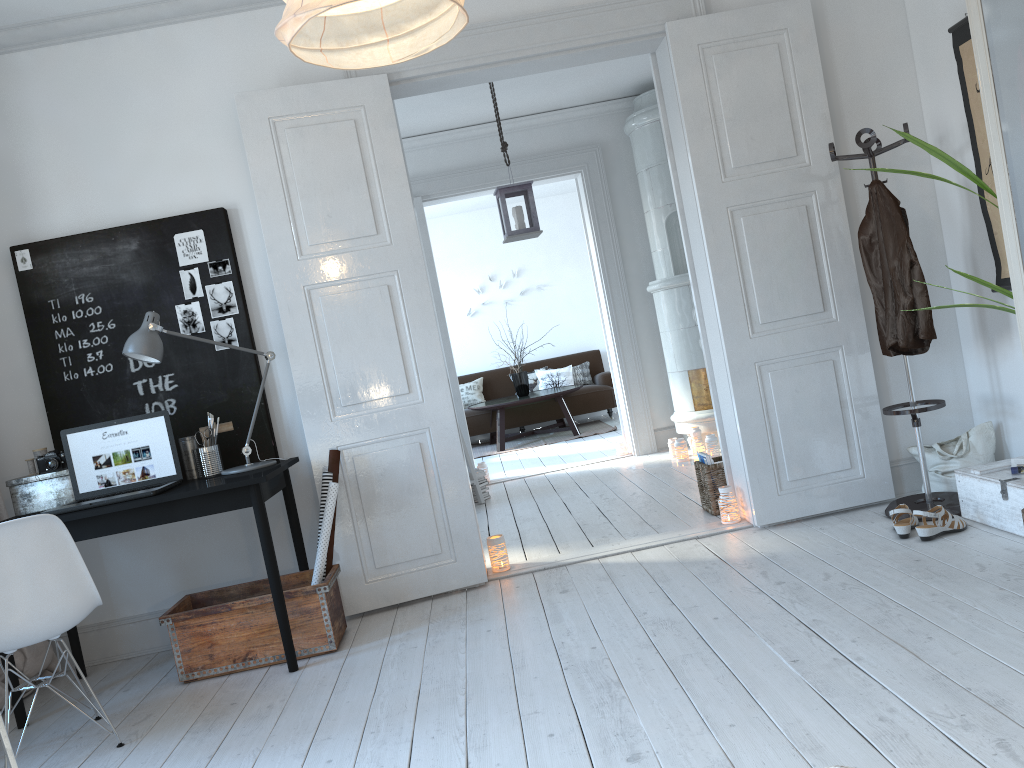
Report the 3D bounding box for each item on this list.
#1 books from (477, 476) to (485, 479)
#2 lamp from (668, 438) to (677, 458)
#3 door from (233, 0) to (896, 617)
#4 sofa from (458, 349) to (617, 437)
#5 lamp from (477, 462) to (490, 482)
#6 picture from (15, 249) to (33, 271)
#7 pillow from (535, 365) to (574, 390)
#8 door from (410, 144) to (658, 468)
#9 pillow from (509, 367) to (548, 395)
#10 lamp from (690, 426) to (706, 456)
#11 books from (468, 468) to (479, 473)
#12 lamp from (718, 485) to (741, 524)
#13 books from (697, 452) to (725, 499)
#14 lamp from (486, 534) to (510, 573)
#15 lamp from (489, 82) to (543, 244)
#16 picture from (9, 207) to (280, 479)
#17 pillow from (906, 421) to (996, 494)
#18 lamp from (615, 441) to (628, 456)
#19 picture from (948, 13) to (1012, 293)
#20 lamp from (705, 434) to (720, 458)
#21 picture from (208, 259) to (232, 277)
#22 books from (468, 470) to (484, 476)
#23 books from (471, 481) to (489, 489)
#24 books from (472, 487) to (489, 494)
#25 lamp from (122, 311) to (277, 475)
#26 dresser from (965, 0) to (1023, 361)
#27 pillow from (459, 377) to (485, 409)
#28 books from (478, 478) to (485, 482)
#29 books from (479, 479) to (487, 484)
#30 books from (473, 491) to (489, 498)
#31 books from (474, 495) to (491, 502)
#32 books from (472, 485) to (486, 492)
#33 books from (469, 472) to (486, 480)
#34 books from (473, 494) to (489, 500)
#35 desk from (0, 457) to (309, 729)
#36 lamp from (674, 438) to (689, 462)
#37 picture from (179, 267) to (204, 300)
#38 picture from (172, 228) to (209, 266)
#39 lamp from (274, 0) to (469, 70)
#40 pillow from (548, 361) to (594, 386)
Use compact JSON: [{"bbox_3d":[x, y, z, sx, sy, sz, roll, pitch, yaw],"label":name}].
[{"bbox_3d":[-0.301,0.692,6.504,0.128,0.016,0.181,-12,3,-31],"label":"books"},{"bbox_3d":[1.227,0.484,6.701,0.084,0.146,0.084,-11,3,2],"label":"lamp"},{"bbox_3d":[0.269,-0.429,4.203,2.598,2.508,0.577,-11,3,-2],"label":"door"},{"bbox_3d":[0.125,0.184,10.629,2.165,0.825,0.968,-11,3,-2],"label":"sofa"},{"bbox_3d":[-0.236,0.726,7.276,0.089,0.166,0.089,-11,3,-3],"label":"lamp"},{"bbox_3d":[-2.150,-0.545,3.904,0.061,0.088,0.004,-11,3,-6],"label":"picture"},{"bbox_3d":[0.517,-0.061,10.631,0.471,0.309,0.188,-11,3,-2],"label":"pillow"},{"bbox_3d":[0.113,-0.519,7.211,2.598,2.508,0.577,-11,3,-2],"label":"door"},{"bbox_3d":[0.229,0.003,10.695,0.473,0.348,0.158,-11,3,-4],"label":"pillow"},{"bbox_3d":[1.380,0.425,6.607,0.098,0.210,0.098,-11,3,2],"label":"lamp"},{"bbox_3d":[-0.319,0.636,6.511,0.111,0.014,0.156,-12,2,-23],"label":"books"},{"bbox_3d":[1.053,0.589,4.316,0.092,0.180,0.093,-12,3,-19],"label":"lamp"},{"bbox_3d":[1.121,0.493,4.681,0.201,0.300,0.179,-11,3,-2],"label":"books"},{"bbox_3d":[-0.066,0.814,4.258,0.089,0.166,0.089,-12,3,-10],"label":"lamp"},{"bbox_3d":[-0.103,-1.772,5.466,0.228,1.764,0.228,-11,3,-6],"label":"lamp"},{"bbox_3d":[-1.639,-0.123,3.980,0.953,1.173,0.063,-11,3,-2],"label":"picture"},{"bbox_3d":[2.031,0.347,4.065,0.317,0.314,0.272,-11,3,-2],"label":"pillow"},{"bbox_3d":[0.903,0.532,7.315,0.093,0.110,0.093,-10,3,15],"label":"lamp"},{"bbox_3d":[1.977,-1.026,3.388,0.057,1.314,0.792,-11,3,-3],"label":"picture"},{"bbox_3d":[1.438,0.446,6.364,0.089,0.166,0.089,-11,3,-3],"label":"lamp"},{"bbox_3d":[-1.302,-0.518,3.949,0.095,0.071,0.001,-11,3,-2],"label":"picture"},{"bbox_3d":[-0.307,0.650,6.499,0.132,0.017,0.187,-12,3,-29],"label":"books"},{"bbox_3d":[-0.285,0.744,6.504,0.193,0.022,0.128,-10,3,30],"label":"books"},{"bbox_3d":[-0.281,0.788,6.509,0.187,0.017,0.132,-9,3,35],"label":"books"},{"bbox_3d":[-1.261,0.030,3.703,0.615,0.716,0.230,-13,4,-32],"label":"lamp"},{"bbox_3d":[1.728,-0.460,1.821,0.630,2.165,1.431,-11,3,-3],"label":"dresser"},{"bbox_3d":[-0.566,0.146,10.700,0.519,0.367,0.238,-11,3,-3],"label":"pillow"},{"bbox_3d":[-0.298,0.708,6.508,0.128,0.016,0.177,-13,3,-36],"label":"books"},{"bbox_3d":[-0.290,0.724,6.511,0.179,0.016,0.128,-9,3,40],"label":"books"},{"bbox_3d":[-0.277,0.816,6.512,0.181,0.016,0.128,-9,3,42],"label":"books"},{"bbox_3d":[-0.266,0.848,6.518,0.179,0.016,0.128,-9,3,35],"label":"books"},{"bbox_3d":[-0.294,0.769,6.511,0.167,0.022,0.128,-10,3,31],"label":"books"},{"bbox_3d":[-0.297,0.670,6.498,0.128,0.026,0.200,-12,3,-31],"label":"books"},{"bbox_3d":[-0.274,0.832,6.515,0.177,0.016,0.128,-9,3,38],"label":"books"},{"bbox_3d":[-1.427,0.816,3.610,1.159,0.760,0.650,-11,3,-2],"label":"desk"},{"bbox_3d":[1.236,0.481,6.469,0.089,0.166,0.089,-11,3,-1],"label":"lamp"},{"bbox_3d":[-1.426,-0.447,3.945,0.083,0.146,0.002,-11,3,-2],"label":"picture"},{"bbox_3d":[-1.424,-0.610,3.937,0.147,0.154,0.004,-11,3,-2],"label":"picture"},{"bbox_3d":[-0.334,-1.173,1.433,0.339,1.232,0.340,-9,4,29],"label":"lamp"},{"bbox_3d":[0.711,-0.090,10.752,0.542,0.288,0.182,-11,3,-2],"label":"pillow"}]
